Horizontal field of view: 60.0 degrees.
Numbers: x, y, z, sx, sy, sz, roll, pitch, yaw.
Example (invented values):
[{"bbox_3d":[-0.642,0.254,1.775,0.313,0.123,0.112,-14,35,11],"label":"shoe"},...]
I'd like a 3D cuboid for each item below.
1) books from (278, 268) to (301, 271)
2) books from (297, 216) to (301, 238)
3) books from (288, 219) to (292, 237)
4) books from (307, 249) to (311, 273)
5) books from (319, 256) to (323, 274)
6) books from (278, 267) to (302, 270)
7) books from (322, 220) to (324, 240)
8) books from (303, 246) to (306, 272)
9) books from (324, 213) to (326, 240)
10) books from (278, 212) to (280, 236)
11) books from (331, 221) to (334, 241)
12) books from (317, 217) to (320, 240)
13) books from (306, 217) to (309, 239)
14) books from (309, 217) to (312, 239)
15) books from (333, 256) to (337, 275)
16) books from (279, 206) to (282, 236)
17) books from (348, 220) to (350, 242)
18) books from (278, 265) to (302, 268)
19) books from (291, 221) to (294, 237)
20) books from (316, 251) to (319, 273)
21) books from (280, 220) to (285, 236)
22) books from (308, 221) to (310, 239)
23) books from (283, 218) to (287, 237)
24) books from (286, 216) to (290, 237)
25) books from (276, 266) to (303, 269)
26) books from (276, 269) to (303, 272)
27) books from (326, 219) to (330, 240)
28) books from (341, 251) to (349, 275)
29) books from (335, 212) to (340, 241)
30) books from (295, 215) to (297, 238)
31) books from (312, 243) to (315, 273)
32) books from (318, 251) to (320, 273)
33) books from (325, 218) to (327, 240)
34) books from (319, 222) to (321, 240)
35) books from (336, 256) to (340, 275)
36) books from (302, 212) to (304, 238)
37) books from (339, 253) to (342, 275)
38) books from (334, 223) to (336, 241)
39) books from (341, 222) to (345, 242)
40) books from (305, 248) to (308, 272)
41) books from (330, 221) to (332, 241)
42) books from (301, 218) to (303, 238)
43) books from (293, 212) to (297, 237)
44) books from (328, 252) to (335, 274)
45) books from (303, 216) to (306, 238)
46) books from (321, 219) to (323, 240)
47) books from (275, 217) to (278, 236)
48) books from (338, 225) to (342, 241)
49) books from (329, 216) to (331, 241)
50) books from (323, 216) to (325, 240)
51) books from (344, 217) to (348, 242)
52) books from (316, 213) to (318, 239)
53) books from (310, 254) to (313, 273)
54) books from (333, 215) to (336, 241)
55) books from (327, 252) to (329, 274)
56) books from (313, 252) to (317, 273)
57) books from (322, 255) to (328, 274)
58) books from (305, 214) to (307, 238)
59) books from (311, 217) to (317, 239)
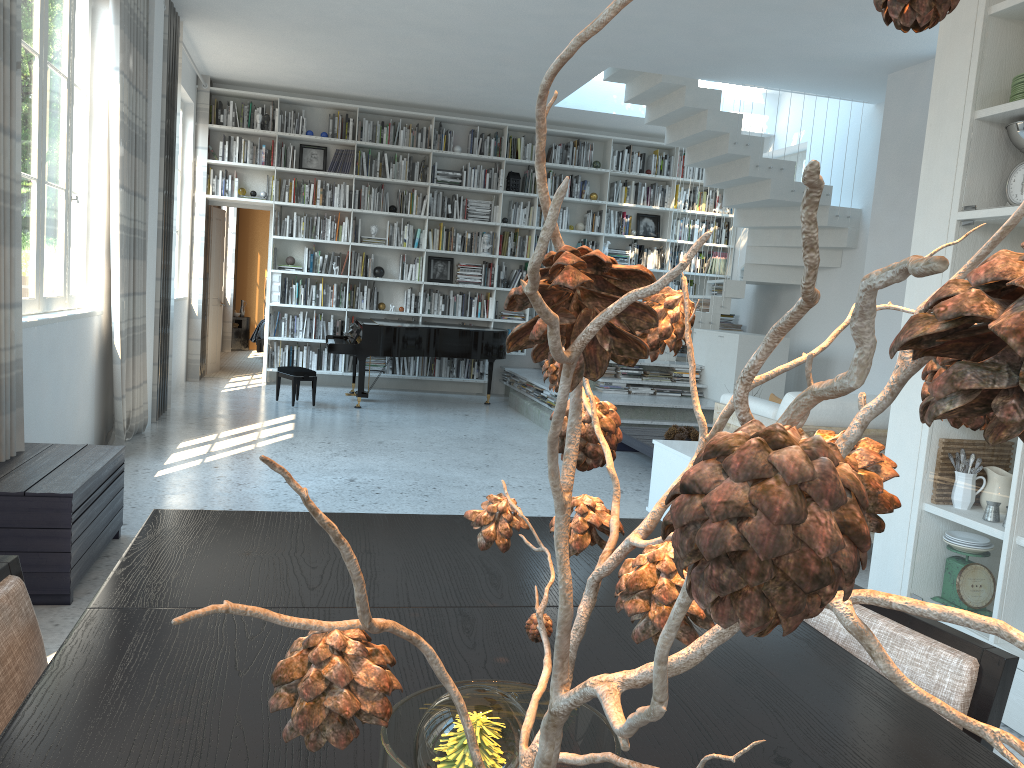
[{"bbox_3d":[-2.491,-1.284,9.945,0.254,0.012,0.160,3,6,-12],"label":"books"},{"bbox_3d":[-2.382,-1.748,9.918,0.049,0.243,0.139,3,7,-13],"label":"books"},{"bbox_3d":[-2.467,-1.729,9.863,0.028,0.204,0.188,3,6,-13],"label":"books"},{"bbox_3d":[-2.286,-1.382,9.976,0.031,0.256,0.143,3,7,-13],"label":"books"},{"bbox_3d":[-2.152,-1.339,9.984,0.029,0.190,0.188,3,6,-13],"label":"books"},{"bbox_3d":[-2.489,-1.296,9.939,0.254,0.012,0.160,3,6,-16],"label":"books"},{"bbox_3d":[-2.127,-1.726,9.967,0.013,0.228,0.151,3,6,-13],"label":"books"},{"bbox_3d":[-2.328,-1.398,9.958,0.012,0.285,0.159,3,7,-13],"label":"books"},{"bbox_3d":[-2.103,-1.763,9.979,0.011,0.304,0.129,3,7,-13],"label":"books"},{"bbox_3d":[-2.586,-1.768,9.836,0.027,0.266,0.175,3,6,-13],"label":"books"},{"bbox_3d":[-2.026,-1.717,9.996,0.021,0.221,0.148,3,6,-13],"label":"books"},{"bbox_3d":[-2.176,-1.743,9.956,0.021,0.257,0.155,3,6,-13],"label":"books"},{"bbox_3d":[-2.285,-1.737,9.913,0.024,0.237,0.166,3,6,-13],"label":"books"},{"bbox_3d":[-2.254,-1.739,9.928,0.023,0.243,0.184,3,6,-13],"label":"books"},{"bbox_3d":[-1.999,-1.341,10.030,0.030,0.208,0.172,3,6,-13],"label":"books"},{"bbox_3d":[-2.565,-1.800,9.833,0.012,0.334,0.184,3,7,-13],"label":"books"},{"bbox_3d":[-1.850,-1.726,10.035,0.036,0.258,0.123,3,7,-13],"label":"books"},{"bbox_3d":[-2.488,-1.321,9.941,0.254,0.012,0.160,3,6,-12],"label":"books"},{"bbox_3d":[-2.453,-1.725,9.912,0.021,0.188,0.129,3,6,-13],"label":"books"},{"bbox_3d":[-2.193,-1.374,10.002,0.022,0.249,0.129,3,7,-13],"label":"books"},{"bbox_3d":[-2.548,-1.724,9.854,0.037,0.182,0.188,3,6,-13],"label":"books"},{"bbox_3d":[-2.275,-1.723,9.944,0.010,0.204,0.139,3,6,-13],"label":"books"},{"bbox_3d":[-2.528,-1.738,9.875,0.042,0.209,0.143,3,6,-13],"label":"books"},{"bbox_3d":[-2.492,-1.748,9.865,0.022,0.236,0.177,3,6,-13],"label":"books"},{"bbox_3d":[-2.488,-1.308,9.935,0.285,0.012,0.159,4,6,-9],"label":"books"},{"bbox_3d":[-2.491,-1.272,9.942,0.285,0.012,0.159,3,6,-10],"label":"books"},{"bbox_3d":[-2.077,-1.732,9.994,0.028,0.243,0.131,3,7,-13],"label":"books"},{"bbox_3d":[-1.890,-1.366,10.024,0.082,0.277,0.228,3,6,-13],"label":"books"},{"bbox_3d":[-1.965,-1.765,9.994,0.035,0.326,0.169,3,7,-13],"label":"books"},{"bbox_3d":[-2.406,-1.749,9.888,0.011,0.246,0.176,3,6,-13],"label":"books"},{"bbox_3d":[-2.235,-1.420,9.987,0.011,0.336,0.153,3,7,-13],"label":"books"},{"bbox_3d":[-2.172,-1.372,9.988,0.011,0.251,0.171,3,6,-13],"label":"books"},{"bbox_3d":[-2.093,-1.736,9.979,0.011,0.252,0.139,3,7,-13],"label":"books"},{"bbox_3d":[-2.157,-1.716,9.964,0.021,0.205,0.129,3,6,-13],"label":"books"},{"bbox_3d":[-1.974,-1.341,10.046,0.027,0.210,0.143,3,6,-13],"label":"books"},{"bbox_3d":[-2.332,-1.768,9.905,0.011,0.294,0.183,3,6,-13],"label":"books"},{"bbox_3d":[-1.949,-1.361,10.052,0.021,0.251,0.154,3,6,-13],"label":"books"},{"bbox_3d":[-1.994,-1.706,9.994,0.013,0.203,0.161,3,6,-13],"label":"books"},{"bbox_3d":[-1.909,-1.711,10.017,0.031,0.224,0.144,3,6,-13],"label":"books"},{"bbox_3d":[-2.311,-1.391,9.961,0.024,0.273,0.150,3,7,-13],"label":"books"},{"bbox_3d":[-2.041,-1.716,9.988,0.012,0.217,0.160,3,6,-13],"label":"books"},{"bbox_3d":[-2.347,-1.738,9.908,0.014,0.230,0.148,3,6,-13],"label":"books"},{"bbox_3d":[-2.423,-1.768,9.891,0.023,0.281,0.174,3,6,-13],"label":"books"},{"bbox_3d":[-2.043,-1.368,10.024,0.060,0.255,0.158,3,6,-13],"label":"books"},{"bbox_3d":[-2.317,-1.744,9.904,0.021,0.248,0.188,3,6,-13],"label":"books"},{"bbox_3d":[-2.137,-1.726,9.953,0.013,0.229,0.176,3,6,-13],"label":"books"},{"bbox_3d":[-2.615,-1.743,9.850,0.026,0.209,0.154,3,6,-13],"label":"books"},{"bbox_3d":[-1.940,-1.693,10.012,0.030,0.183,0.151,3,6,-13],"label":"books"},{"bbox_3d":[-2.049,-1.743,9.969,0.015,0.275,0.157,3,7,-13],"label":"books"},{"bbox_3d":[-2.112,-1.746,9.963,0.012,0.272,0.145,3,7,-13],"label":"books"},{"bbox_3d":[-1.880,-1.741,10.025,0.027,0.286,0.148,3,7,-13],"label":"books"},{"bbox_3d":[-2.188,-1.764,9.940,0.013,0.300,0.151,3,7,-13],"label":"books"},{"bbox_3d":[-2.252,-1.353,9.957,0.029,0.208,0.189,3,6,-13],"label":"books"},{"bbox_3d":[-2.007,-1.752,10.000,0.015,0.293,0.143,3,7,-13],"label":"books"},{"bbox_3d":[-2.083,-1.365,10.030,0.013,0.242,0.141,3,7,-13],"label":"books"},{"bbox_3d":[-2.220,-1.367,10.003,0.030,0.232,0.147,3,6,-13],"label":"books"},{"bbox_3d":[-2.117,-1.353,10.024,0.056,0.214,0.142,3,6,-13],"label":"books"},{"bbox_3d":[-2.304,-1.757,9.923,0.011,0.271,0.157,3,7,-13],"label":"books"},{"bbox_3d":[-2.223,-1.746,9.952,0.048,0.257,0.141,3,7,-13],"label":"books"}]
